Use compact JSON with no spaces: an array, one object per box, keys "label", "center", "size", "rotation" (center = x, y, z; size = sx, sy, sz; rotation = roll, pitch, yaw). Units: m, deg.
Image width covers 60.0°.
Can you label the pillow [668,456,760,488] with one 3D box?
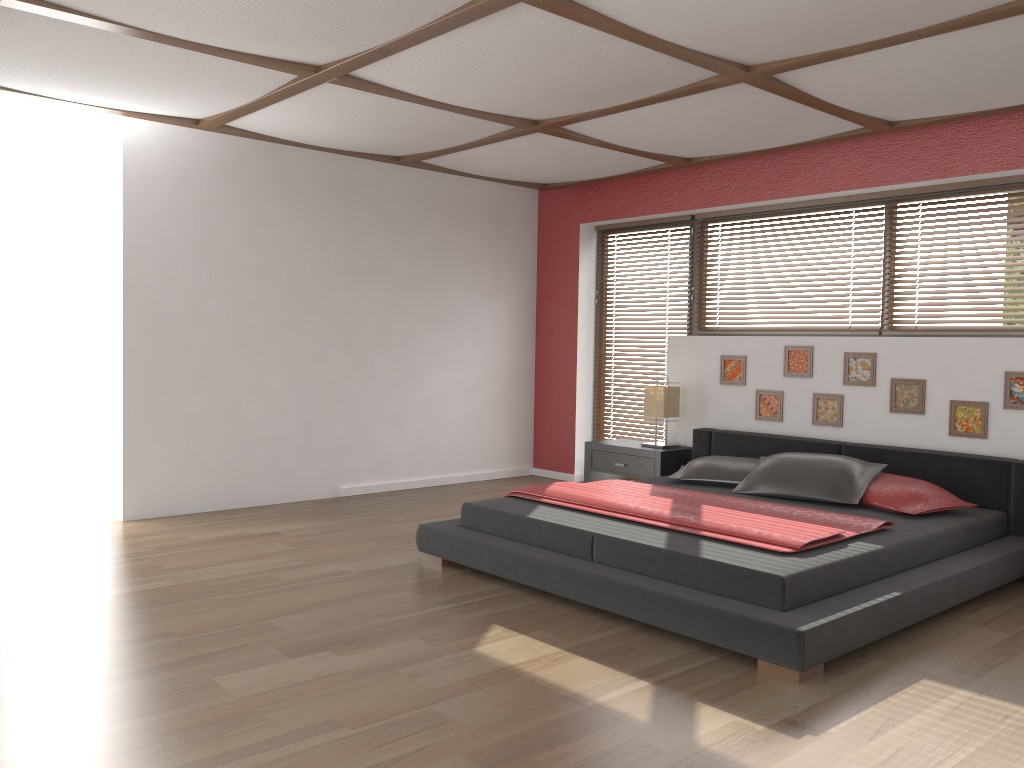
[{"label":"pillow","center":[1.333,0.528,5.299],"size":[0.745,0.172,0.418],"rotation":[2,3,24]}]

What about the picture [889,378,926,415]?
[{"label":"picture","center":[2.274,0.070,5.101],"size":[0.010,0.200,0.200],"rotation":[-1,3,-42]}]

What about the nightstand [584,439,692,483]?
[{"label":"nightstand","center":[0.899,0.642,6.296],"size":[0.413,0.423,0.700],"rotation":[-1,3,-42]}]

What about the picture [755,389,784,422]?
[{"label":"picture","center":[1.675,0.141,5.779],"size":[0.010,0.200,0.200],"rotation":[-1,3,-42]}]

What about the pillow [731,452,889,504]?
[{"label":"pillow","center":[1.609,0.500,4.856],"size":[0.744,0.241,0.386],"rotation":[3,4,44]}]

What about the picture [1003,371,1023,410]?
[{"label":"picture","center":[2.683,0.037,4.639],"size":[0.010,0.200,0.200],"rotation":[-1,3,-42]}]

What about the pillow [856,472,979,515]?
[{"label":"pillow","center":[1.977,0.568,4.653],"size":[0.418,0.172,0.745],"rotation":[0,3,-22]}]

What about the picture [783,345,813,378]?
[{"label":"picture","center":[1.812,-0.143,5.617],"size":[0.010,0.200,0.200],"rotation":[-1,3,-42]}]

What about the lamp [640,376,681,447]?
[{"label":"lamp","center":[1.043,0.187,6.183],"size":[0.200,0.480,0.200],"rotation":[-1,3,-42]}]

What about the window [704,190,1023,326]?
[{"label":"window","center":[2.355,-0.735,5.524],"size":[0.020,0.786,2.817],"rotation":[-1,3,-42]}]

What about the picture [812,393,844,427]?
[{"label":"picture","center":[1.947,0.160,5.472],"size":[0.010,0.200,0.200],"rotation":[-1,3,-42]}]

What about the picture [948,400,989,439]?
[{"label":"picture","center":[2.497,0.193,4.852],"size":[0.010,0.200,0.200],"rotation":[-1,3,-42]}]

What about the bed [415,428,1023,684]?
[{"label":"bed","center":[1.044,0.641,4.624],"size":[2.413,0.577,2.469],"rotation":[-1,3,-42]}]

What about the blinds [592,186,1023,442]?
[{"label":"blinds","center":[2.291,-0.156,5.507],"size":[0.032,1.952,4.840],"rotation":[-1,3,-42]}]

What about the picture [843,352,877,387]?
[{"label":"picture","center":[2.082,-0.089,5.313],"size":[0.010,0.200,0.200],"rotation":[-1,3,-42]}]

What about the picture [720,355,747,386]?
[{"label":"picture","center":[1.490,-0.093,5.981],"size":[0.010,0.200,0.200],"rotation":[-1,3,-42]}]

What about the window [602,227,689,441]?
[{"label":"window","center":[1.050,-0.281,7.007],"size":[0.020,1.893,0.889],"rotation":[-1,3,-42]}]
